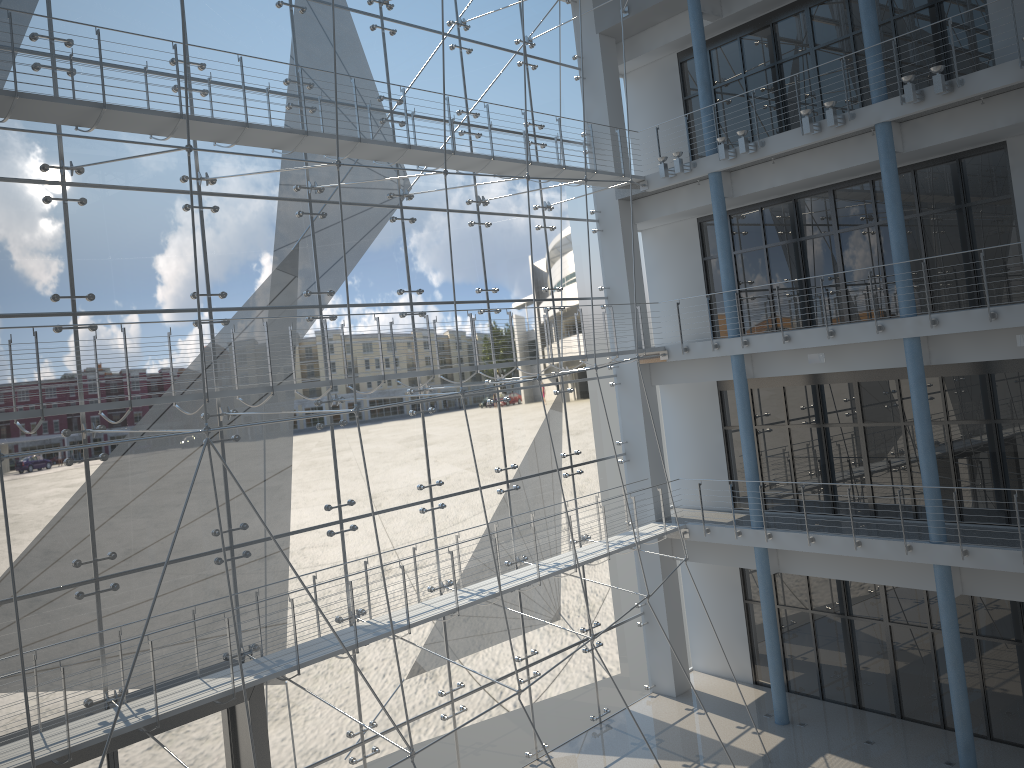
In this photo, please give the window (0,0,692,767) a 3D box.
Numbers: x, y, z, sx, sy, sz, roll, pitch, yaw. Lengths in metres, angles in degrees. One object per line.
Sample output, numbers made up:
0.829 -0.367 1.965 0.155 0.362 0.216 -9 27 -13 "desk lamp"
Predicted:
-0.864 -0.293 1.603 0.010 2.781 3.859 -9 -2 45 "window"
